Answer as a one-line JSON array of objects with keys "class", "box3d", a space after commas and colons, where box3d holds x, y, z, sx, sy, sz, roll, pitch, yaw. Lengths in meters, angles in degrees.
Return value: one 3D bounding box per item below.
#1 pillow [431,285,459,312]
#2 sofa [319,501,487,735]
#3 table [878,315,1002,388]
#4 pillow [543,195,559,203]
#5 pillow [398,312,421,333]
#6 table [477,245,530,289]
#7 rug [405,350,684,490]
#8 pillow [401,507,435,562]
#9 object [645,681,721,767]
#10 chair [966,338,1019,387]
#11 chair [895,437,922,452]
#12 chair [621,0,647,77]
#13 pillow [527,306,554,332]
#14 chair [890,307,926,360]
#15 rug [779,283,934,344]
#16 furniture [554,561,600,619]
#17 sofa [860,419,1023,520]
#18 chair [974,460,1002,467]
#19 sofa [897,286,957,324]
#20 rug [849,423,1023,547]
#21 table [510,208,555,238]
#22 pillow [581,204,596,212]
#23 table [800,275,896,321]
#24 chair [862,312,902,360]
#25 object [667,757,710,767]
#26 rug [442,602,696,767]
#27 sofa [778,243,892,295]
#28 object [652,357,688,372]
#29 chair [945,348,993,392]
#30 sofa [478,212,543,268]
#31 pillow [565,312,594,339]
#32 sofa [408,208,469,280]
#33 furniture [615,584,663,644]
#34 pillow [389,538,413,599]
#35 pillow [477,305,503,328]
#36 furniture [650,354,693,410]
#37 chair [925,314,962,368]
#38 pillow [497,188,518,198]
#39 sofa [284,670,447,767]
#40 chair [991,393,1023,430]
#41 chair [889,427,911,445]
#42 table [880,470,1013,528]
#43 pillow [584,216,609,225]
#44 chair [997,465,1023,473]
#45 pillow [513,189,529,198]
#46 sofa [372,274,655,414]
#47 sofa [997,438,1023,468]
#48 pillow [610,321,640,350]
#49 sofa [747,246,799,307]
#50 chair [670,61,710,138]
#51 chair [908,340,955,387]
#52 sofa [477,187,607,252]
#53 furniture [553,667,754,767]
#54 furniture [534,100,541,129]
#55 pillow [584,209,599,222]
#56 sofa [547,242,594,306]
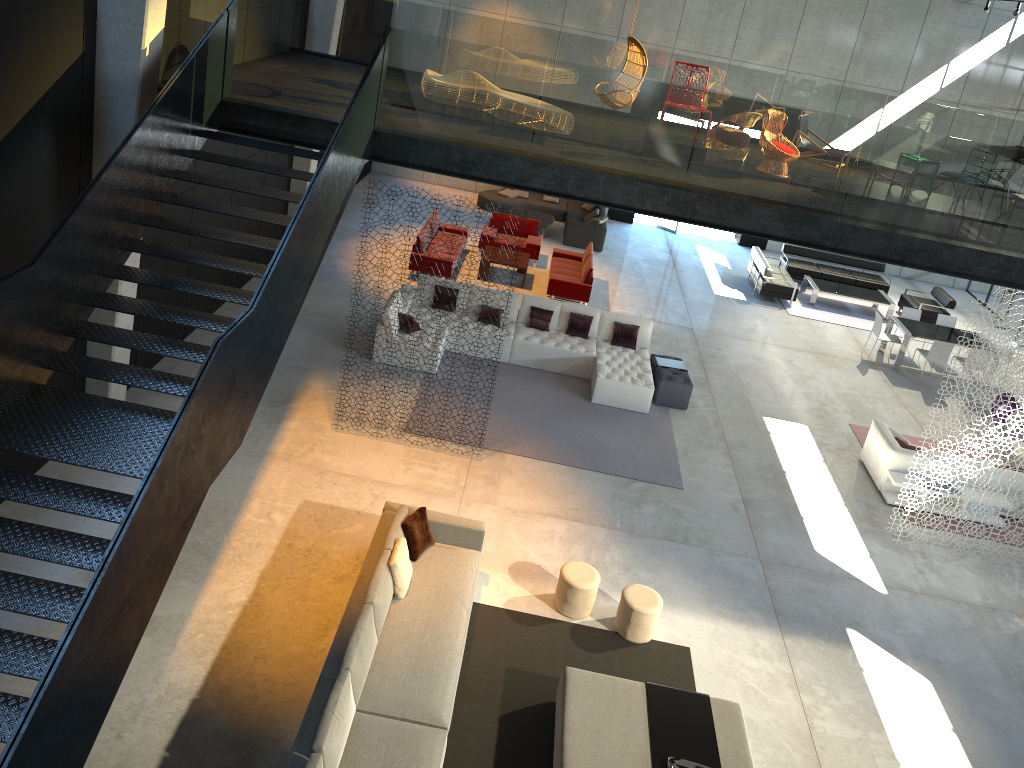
[{"class": "pillow", "box3d": [-1.070, -1.366, 14.086, 0.401, 0.366, 0.207, 11, 21, 1]}, {"class": "sofa", "box3d": [-0.888, 1.988, 7.744, 1.053, 0.690, 2.451, 11, 25, 0]}, {"class": "table", "box3d": [8.102, -0.619, 16.689, 1.801, 0.726, 0.944, 11, 23, 1]}, {"class": "pillow", "box3d": [1.012, -4.809, 22.290, 0.416, 0.316, 0.334, 11, 22, 0]}, {"class": "pillow", "box3d": [-1.549, -0.947, 13.104, 0.345, 0.276, 0.354, 22, 25, 24]}, {"class": "table", "box3d": [-0.153, -2.314, 17.263, 0.911, 0.405, 0.956, 11, 24, 1]}, {"class": "rug", "box3d": [0.507, 0.391, 12.410, 3.628, 0.019, 2.778, 11, 25, 1]}, {"class": "pillow", "box3d": [-0.917, 1.437, 8.459, 0.263, 0.355, 0.412, 19, 24, 20]}, {"class": "object", "box3d": [1.329, 2.903, 6.725, 0.535, 0.083, 1.546, 11, 25, 0]}, {"class": "chair", "box3d": [9.114, -0.463, 16.648, 0.545, 0.833, 0.440, 12, 21, 1]}, {"class": "chair", "box3d": [5.463, 0.934, 12.096, 0.285, 0.321, 0.418, -8, 30, -40]}, {"class": "chair", "box3d": [1.539, -4.503, 11.587, 0.596, 1.699, 0.669, 3, 22, -23]}, {"class": "pillow", "box3d": [0.445, -1.032, 14.053, 0.384, 0.320, 0.229, 13, 21, 3]}, {"class": "chair", "box3d": [7.816, -0.991, 17.223, 0.420, 0.832, 0.571, 11, 21, 0]}, {"class": "rug", "box3d": [7.538, -1.637, 19.415, 3.389, 0.024, 2.529, 11, 25, 1]}, {"class": "furniture", "box3d": [0.637, 2.024, 8.637, 0.405, 0.383, 0.416, 17, 23, 14]}, {"class": "sofa", "box3d": [6.092, 1.199, 12.221, 2.137, 0.642, 0.994, 11, 24, 1]}, {"class": "chair", "box3d": [6.464, 1.139, 12.057, 0.391, 0.304, 0.283, 6, 23, -11]}, {"class": "sofa", "box3d": [9.134, -1.723, 19.388, 0.820, 0.726, 0.997, 11, 23, 0]}, {"class": "rug", "box3d": [6.979, 1.578, 12.537, 3.628, 0.019, 2.778, 11, 25, 1]}, {"class": "table", "box3d": [0.445, -3.768, 20.611, 1.060, 0.329, 1.113, 11, 25, 0]}, {"class": "pillow", "box3d": [2.002, -4.529, 22.131, 0.341, 0.302, 0.429, 0, 26, -25]}, {"class": "table", "box3d": [7.427, -1.911, 19.483, 1.801, 0.391, 0.945, 11, 24, 1]}, {"class": "chair", "box3d": [7.109, -0.873, 16.696, 0.545, 0.833, 0.440, 12, 21, 1]}, {"class": "object", "box3d": [1.327, 2.953, 6.465, 0.386, 0.034, 0.404, 13, 25, 4]}, {"class": "rug", "box3d": [0.260, 3.078, 6.751, 2.646, 0.019, 3.808, 11, 25, 0]}, {"class": "sofa", "box3d": [7.564, -2.624, 20.624, 2.452, 0.726, 0.860, 12, 23, 1]}, {"class": "object", "box3d": [2.460, -0.279, 13.664, 0.517, 0.095, 0.316, 9, 25, -4]}, {"class": "chair", "box3d": [8.407, -0.344, 16.120, 0.420, 0.832, 0.571, 11, 21, 0]}, {"class": "sofa", "box3d": [-0.010, -3.059, 18.438, 1.283, 0.780, 0.855, 11, 23, 1]}, {"class": "pillow", "box3d": [1.078, -0.934, 14.032, 0.406, 0.361, 0.201, 11, 21, 1]}, {"class": "sofa", "box3d": [-1.394, -2.744, 17.234, 0.816, 0.777, 2.408, 11, 25, 0]}, {"class": "furniture", "box3d": [1.222, 2.215, 8.476, 0.399, 0.383, 0.421, 7, 23, -9]}, {"class": "pillow", "box3d": [-1.003, 1.666, 7.940, 0.207, 0.364, 0.421, 11, 23, -1]}, {"class": "pillow", "box3d": [-0.344, -1.083, 13.996, 0.383, 0.221, 0.342, 11, 24, 1]}, {"class": "furniture", "box3d": [2.427, -0.052, 13.588, 0.508, 0.435, 1.009, 9, 24, -4]}, {"class": "chair", "box3d": [8.503, -0.851, 17.207, 0.420, 0.832, 0.571, 11, 21, 0]}, {"class": "pillow", "box3d": [-0.104, -4.795, 22.094, 0.428, 0.129, 0.419, 27, 29, 31]}, {"class": "sofa", "box3d": [-1.083, 3.015, 5.540, 1.053, 0.690, 2.451, 11, 25, 0]}, {"class": "chair", "box3d": [8.643, 0.398, 14.813, 0.796, 0.716, 0.687, 11, 22, 1]}, {"class": "chair", "box3d": [5.506, 0.827, 12.356, 0.317, 0.260, 0.411, 1, 25, -22]}, {"class": "table", "box3d": [5.781, 1.546, 11.714, 1.569, 0.354, 0.315, 12, 22, 1]}, {"class": "pillow", "box3d": [1.878, -3.741, 20.438, 0.556, 0.360, 0.660, 20, 26, 20]}, {"class": "chair", "box3d": [6.756, 1.215, 12.015, 0.396, 0.308, 0.281, 12, 22, 3]}, {"class": "pillow", "box3d": [0.240, -4.929, 22.279, 0.424, 0.297, 0.344, 12, 23, 2]}, {"class": "sofa", "box3d": [0.125, -0.697, 13.540, 4.149, 0.833, 1.915, 11, 24, 1]}, {"class": "sofa", "box3d": [8.571, 1.267, 13.072, 2.146, 0.641, 0.988, 11, 24, 1]}, {"class": "pillow", "box3d": [1.807, -0.770, 14.010, 0.413, 0.330, 0.247, 11, 21, 0]}, {"class": "sofa", "box3d": [5.782, -2.409, 19.468, 0.820, 0.724, 1.733, 11, 24, 0]}, {"class": "chair", "box3d": [2.323, -3.733, 11.667, 0.646, 0.938, 0.692, 11, 21, 0]}, {"class": "chair", "box3d": [7.720, -0.485, 16.137, 0.420, 0.832, 0.571, 11, 21, 0]}, {"class": "sofa", "box3d": [0.679, -4.188, 21.299, 3.189, 0.545, 2.964, 11, 25, 1]}, {"class": "furniture", "box3d": [1.092, 3.008, 6.783, 1.536, 0.382, 1.520, 11, 25, 1]}, {"class": "furniture", "box3d": [-0.190, -3.981, 12.136, 2.532, 0.453, 0.943, 22, 26, 22]}, {"class": "pillow", "box3d": [1.924, -4.076, 21.212, 0.322, 0.298, 0.427, 12, 23, 2]}, {"class": "sofa", "box3d": [1.156, -2.223, 17.173, 0.816, 0.778, 2.061, 11, 25, 0]}]
